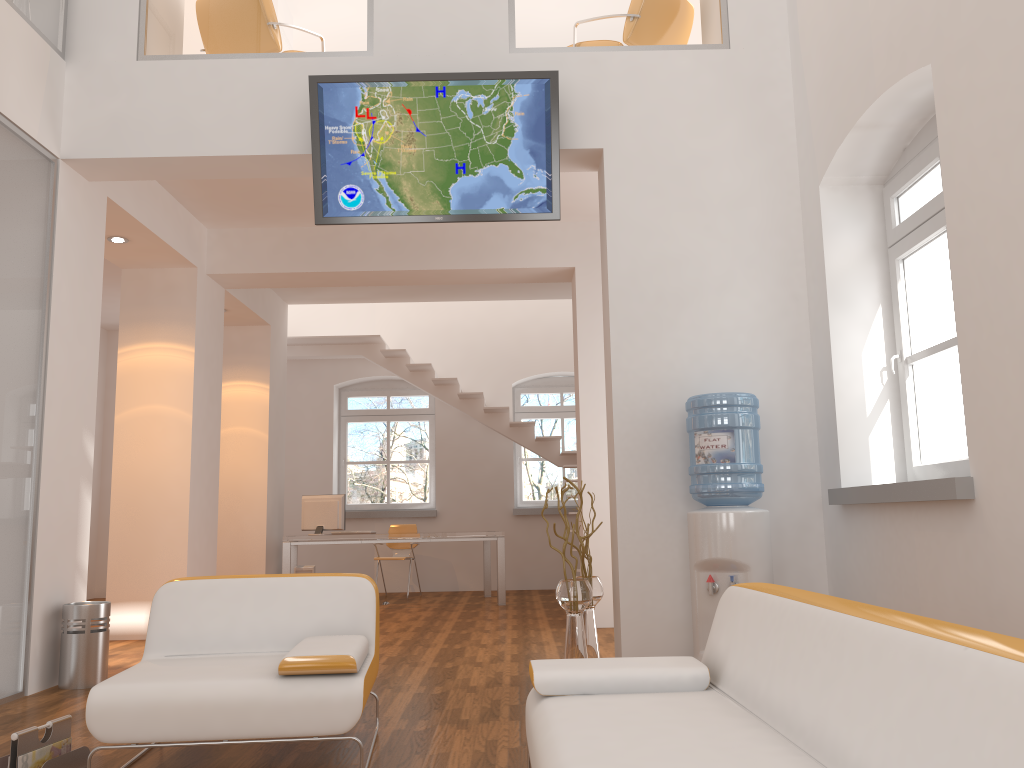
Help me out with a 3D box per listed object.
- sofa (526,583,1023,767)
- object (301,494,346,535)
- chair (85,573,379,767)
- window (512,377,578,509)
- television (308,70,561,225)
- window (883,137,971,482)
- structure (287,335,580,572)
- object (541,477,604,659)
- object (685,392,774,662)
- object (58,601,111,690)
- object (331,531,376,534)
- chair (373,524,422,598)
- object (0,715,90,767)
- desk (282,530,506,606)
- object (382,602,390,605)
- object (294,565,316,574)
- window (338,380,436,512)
[{"bbox_3d":[0.477,0.841,1.956,0.825,0.661,2.010,-1,-9,-2],"label":"sofa"},{"bbox_3d":[-2.026,1.377,9.341,0.516,0.418,0.245,-6,-10,30],"label":"object"},{"bbox_3d":[-0.994,1.084,3.383,0.923,0.661,0.825,0,-9,-5],"label":"chair"},{"bbox_3d":[0.665,0.761,11.641,1.308,1.737,0.142,-1,-9,0],"label":"window"},{"bbox_3d":[-0.428,-1.322,4.989,1.388,0.803,0.266,-1,-9,0],"label":"television"},{"bbox_3d":[2.013,-0.364,4.013,0.142,1.627,1.302,-1,-9,0],"label":"window"},{"bbox_3d":[-0.619,0.821,9.540,4.630,3.042,3.450,-1,-9,0],"label":"structure"},{"bbox_3d":[0.392,1.086,5.055,0.284,1.112,0.655,-4,-9,21],"label":"object"},{"bbox_3d":[1.115,0.804,4.549,0.436,1.490,0.436,1,-9,-15],"label":"object"},{"bbox_3d":[-2.406,1.465,4.999,0.248,0.450,0.248,-9,-12,43],"label":"object"},{"bbox_3d":[-1.737,1.626,9.727,0.467,0.031,0.200,-3,-9,10],"label":"object"},{"bbox_3d":[-1.356,2.074,10.442,0.495,0.829,0.464,-3,-9,15],"label":"chair"},{"bbox_3d":[-1.599,1.265,3.011,0.189,0.217,0.281,-2,-9,9],"label":"object"},{"bbox_3d":[-1.265,1.977,9.496,2.239,0.750,1.092,0,-9,-10],"label":"desk"},{"bbox_3d":[-1.350,2.350,9.500,0.054,0.035,0.115,-3,-9,10],"label":"object"},{"bbox_3d":[-2.229,2.178,9.544,0.200,0.422,0.474,0,-9,-10],"label":"object"},{"bbox_3d":[-1.628,0.806,11.644,1.308,1.737,0.142,-1,-9,0],"label":"window"}]
